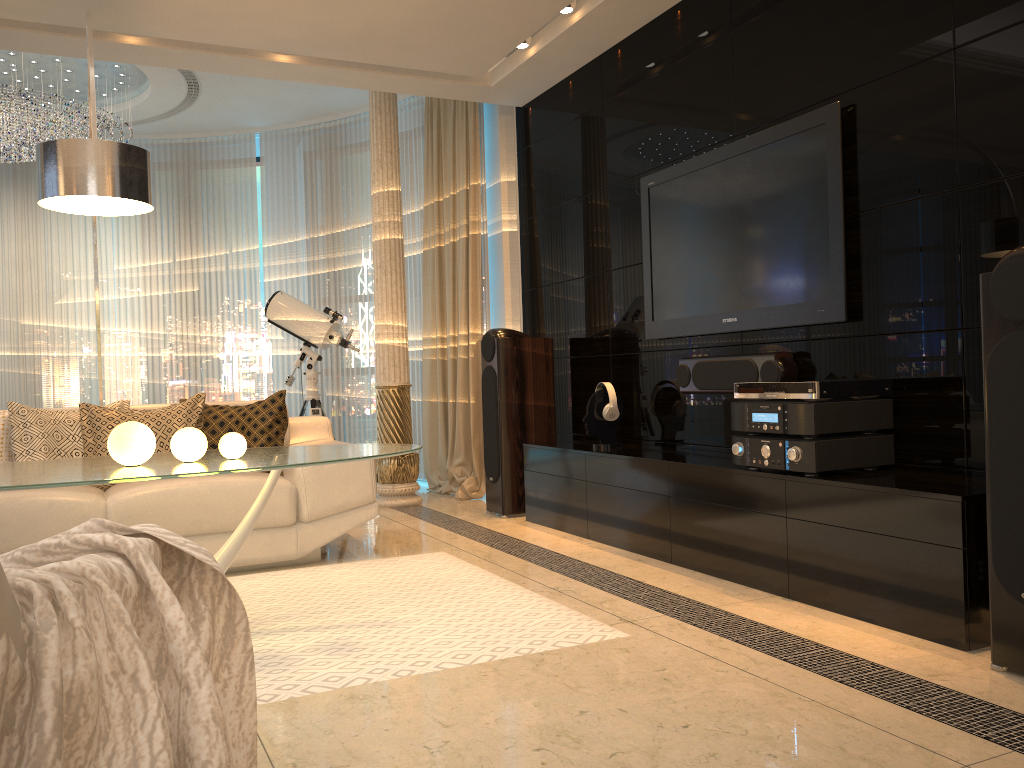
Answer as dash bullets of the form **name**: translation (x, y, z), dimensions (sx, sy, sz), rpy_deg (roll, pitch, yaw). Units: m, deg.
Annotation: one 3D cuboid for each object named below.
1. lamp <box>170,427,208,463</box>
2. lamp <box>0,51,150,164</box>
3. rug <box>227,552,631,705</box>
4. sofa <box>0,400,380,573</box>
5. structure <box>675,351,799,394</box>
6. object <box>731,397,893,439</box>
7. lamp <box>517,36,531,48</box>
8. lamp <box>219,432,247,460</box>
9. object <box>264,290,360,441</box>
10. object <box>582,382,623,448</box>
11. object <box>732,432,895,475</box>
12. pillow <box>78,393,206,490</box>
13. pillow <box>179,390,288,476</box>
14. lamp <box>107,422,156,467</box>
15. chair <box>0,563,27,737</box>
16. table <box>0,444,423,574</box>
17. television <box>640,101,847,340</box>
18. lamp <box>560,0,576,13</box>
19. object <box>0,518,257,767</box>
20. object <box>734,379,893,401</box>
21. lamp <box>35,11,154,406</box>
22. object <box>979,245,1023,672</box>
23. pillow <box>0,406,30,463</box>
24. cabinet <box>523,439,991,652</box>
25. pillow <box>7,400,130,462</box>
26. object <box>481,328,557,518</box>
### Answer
- **lamp**: translation (-1.066, 0.200, 2.927), dimensions (0.115, 0.115, 0.115), rpy_deg (-2, 0, 0)
- **lamp**: translation (-3.648, -1.905, 6.195), dimensions (2.109, 0.685, 2.109), rpy_deg (-2, 0, 20)
- **rug**: translation (-1.273, 0.843, 2.912), dimensions (2.900, 0.020, 1.661), rpy_deg (-2, 0, -26)
- **sofa**: translation (-1.900, 0.484, 4.142), dimensions (2.328, 0.754, 1.145), rpy_deg (-2, 0, -25)
- **structure**: translation (0.986, -0.043, 3.976), dimensions (0.107, 0.179, 0.745), rpy_deg (-2, 0, -25)
- **object**: translation (1.105, 0.124, 3.336), dimensions (0.407, 0.130, 0.446), rpy_deg (-2, 0, -25)
- **lamp**: translation (0.053, -1.938, 4.936), dimensions (0.107, 0.127, 0.107), rpy_deg (-2, 1, -44)
- **lamp**: translation (-0.940, 0.208, 2.987), dimensions (0.090, 0.091, 0.090), rpy_deg (-2, 0, 25)
- **object**: translation (-1.330, 0.093, 5.936), dimensions (0.616, 1.471, 0.570), rpy_deg (-2, 0, -19)
- **object**: translation (0.494, 0.162, 4.685), dimensions (0.197, 0.343, 0.197), rpy_deg (-2, 0, 29)
- **object**: translation (1.104, 0.255, 3.334), dimensions (0.419, 0.130, 0.446), rpy_deg (-2, 0, -25)
- **pillow**: translation (-1.747, 0.268, 4.229), dimensions (0.575, 0.436, 0.301), rpy_deg (-2, 0, -19)
- **pillow**: translation (-1.373, 0.254, 4.378), dimensions (0.575, 0.436, 0.301), rpy_deg (-2, 0, 6)
- **lamp**: translation (-1.223, 0.192, 2.853), dimensions (0.143, 0.143, 0.143), rpy_deg (-2, 1, -41)
- **chair**: translation (-1.046, 0.356, 1.235), dimensions (1.027, 0.991, 0.983), rpy_deg (-2, 0, -26)
- **table**: translation (-1.310, 0.549, 2.908), dimensions (2.140, 0.565, 0.999), rpy_deg (-2, 0, -26)
- **television**: translation (0.990, -0.652, 3.997), dimensions (0.055, 0.839, 1.358), rpy_deg (-2, 0, -25)
- **lamp**: translation (0.270, -1.942, 4.476), dimensions (0.107, 0.127, 0.107), rpy_deg (-2, 1, -44)
- **object**: translation (-0.876, 0.547, 1.373), dimensions (1.347, 0.580, 0.972), rpy_deg (-2, 0, 12)
- **object**: translation (1.122, 0.024, 3.342), dimensions (0.371, 0.070, 0.441), rpy_deg (-2, 0, -25)
- **lamp**: translation (-1.881, -0.400, 4.036), dimensions (0.393, 2.519, 2.009), rpy_deg (-2, 0, -25)
- **object**: translation (1.513, 0.193, 2.353), dimensions (0.468, 1.127, 0.285), rpy_deg (-2, 0, -25)
- **pillow**: translation (-2.413, 0.299, 3.964), dimensions (0.463, 0.380, 0.222), rpy_deg (-2, 0, -21)
- **cabinet**: translation (0.866, 0.546, 3.896), dimensions (0.416, 0.444, 2.842), rpy_deg (-2, 0, -25)
- **pillow**: translation (-2.066, 0.285, 4.160), dimensions (0.288, 0.429, 0.587), rpy_deg (-2, 1, 40)
- **object**: translation (0.073, 0.221, 5.404), dimensions (0.468, 1.127, 0.285), rpy_deg (-2, 0, -25)
